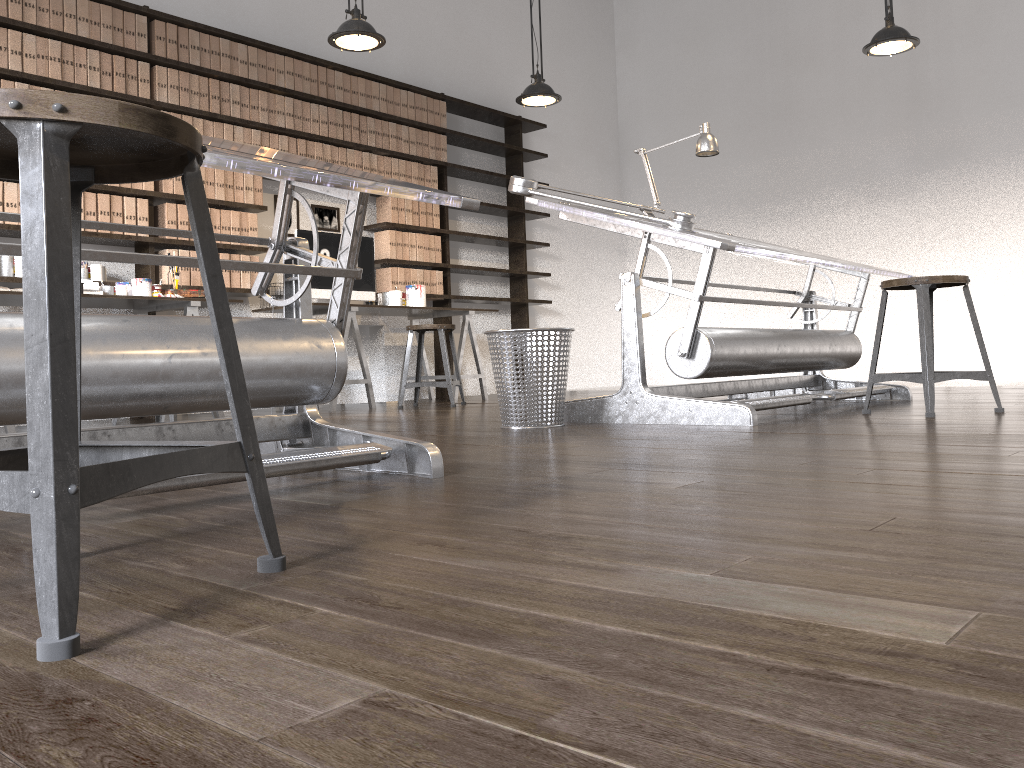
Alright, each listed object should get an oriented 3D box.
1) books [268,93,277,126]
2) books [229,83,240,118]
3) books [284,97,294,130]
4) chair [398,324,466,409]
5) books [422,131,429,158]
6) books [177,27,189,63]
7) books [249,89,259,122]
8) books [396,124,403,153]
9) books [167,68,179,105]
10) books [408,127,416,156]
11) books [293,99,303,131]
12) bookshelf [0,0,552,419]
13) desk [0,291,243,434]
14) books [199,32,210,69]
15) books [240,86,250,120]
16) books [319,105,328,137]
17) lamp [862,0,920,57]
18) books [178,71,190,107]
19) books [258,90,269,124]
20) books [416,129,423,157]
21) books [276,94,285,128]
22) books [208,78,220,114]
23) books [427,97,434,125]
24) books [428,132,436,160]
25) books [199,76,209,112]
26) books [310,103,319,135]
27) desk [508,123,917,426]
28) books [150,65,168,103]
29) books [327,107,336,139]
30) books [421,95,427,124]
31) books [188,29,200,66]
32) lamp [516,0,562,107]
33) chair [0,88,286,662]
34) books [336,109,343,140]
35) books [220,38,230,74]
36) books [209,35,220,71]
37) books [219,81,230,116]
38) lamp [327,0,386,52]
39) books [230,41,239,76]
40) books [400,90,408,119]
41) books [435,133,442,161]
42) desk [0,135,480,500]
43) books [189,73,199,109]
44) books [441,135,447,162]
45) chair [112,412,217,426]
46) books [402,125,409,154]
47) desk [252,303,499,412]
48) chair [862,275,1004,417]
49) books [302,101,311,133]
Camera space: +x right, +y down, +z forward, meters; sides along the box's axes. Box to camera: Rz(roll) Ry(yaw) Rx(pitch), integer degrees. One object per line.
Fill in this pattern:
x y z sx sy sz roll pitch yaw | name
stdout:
-1.659 -1.822 5.950 0.174 0.226 0.067 -3 -2 41 | books
-1.838 -1.811 5.739 0.174 0.226 0.067 -3 -2 41 | books
-1.568 -1.827 6.049 0.174 0.226 0.067 -3 -2 41 | books
-0.511 -0.111 5.669 0.371 0.529 0.358 -2 -1 9 | chair
-0.743 -1.875 7.009 0.174 0.226 0.067 -3 -2 41 | books
-2.078 -2.076 5.490 0.174 0.226 0.067 -3 -2 41 | books
-1.748 -1.817 5.849 0.174 0.226 0.067 -3 -2 41 | books
-0.922 -1.865 6.799 0.174 0.226 0.067 -3 -2 41 | books
-2.113 -1.795 5.420 0.174 0.226 0.067 -3 -2 41 | books
-0.830 -1.870 6.899 0.174 0.226 0.067 -3 -2 41 | books
-1.525 -1.830 6.105 0.174 0.226 0.067 -3 -2 41 | books
-2.775 -0.638 4.711 0.373 3.211 9.182 -4 0 41 | bookshelf
-2.284 -0.099 4.526 0.655 0.670 1.669 -2 0 41 | desk
-1.985 -2.081 5.597 0.174 0.226 0.067 -3 -2 41 | books
-1.795 -1.814 5.795 0.174 0.226 0.067 -3 -2 41 | books
-1.382 -1.838 6.262 0.174 0.226 0.067 -3 -2 41 | books
2.173 -3.088 5.207 0.312 2.256 0.310 -3 -2 21 | lamp
-2.065 -1.798 5.474 0.174 0.226 0.067 -3 -2 41 | books
-1.700 -1.819 5.896 0.174 0.226 0.067 -3 -2 41 | books
-0.787 -1.872 6.955 0.174 0.226 0.067 -3 -2 41 | books
-1.617 -1.824 5.996 0.174 0.226 0.067 -3 -2 41 | books
-1.933 -1.806 5.628 0.174 0.226 0.067 -3 -2 41 | books
-0.707 -2.155 7.067 0.174 0.226 0.067 -3 -2 41 | books
-0.692 -1.878 7.057 0.174 0.226 0.067 -3 -2 41 | books
-1.986 -1.803 5.576 0.174 0.226 0.067 -3 -2 41 | books
-1.432 -1.835 6.209 0.174 0.226 0.067 -3 -2 41 | books
0.981 -0.569 4.086 1.075 1.388 2.070 -3 0 41 | desk
-2.163 -1.793 5.367 0.174 0.226 0.067 -3 -2 41 | books
-1.334 -1.840 6.316 0.174 0.226 0.067 -3 -2 41 | books
-0.755 -2.152 7.010 0.174 0.226 0.067 -3 -2 41 | books
-2.028 -2.078 5.541 0.174 0.226 0.067 -3 -2 41 | books
0.140 -3.032 6.002 0.311 2.256 0.312 -1 -2 -24 | lamp
-0.506 -0.019 0.982 0.371 0.529 0.358 -2 -1 19 | chair
-1.296 -1.843 6.367 0.174 0.226 0.067 -3 -2 41 | books
-1.890 -2.086 5.697 0.174 0.226 0.067 -3 -2 41 | books
-1.938 -2.084 5.650 0.174 0.226 0.067 -3 -2 41 | books
-1.888 -1.809 5.689 0.174 0.226 0.067 -3 -2 41 | books
-0.879 -2.973 4.828 0.311 2.256 0.312 -1 -2 -24 | lamp
-1.849 -2.089 5.751 0.174 0.226 0.067 -3 -2 41 | books
-0.891 -2.144 6.852 0.174 0.226 0.067 -3 -2 41 | books
-0.652 -1.880 7.110 0.174 0.226 0.067 -3 -2 41 | books
-1.217 -0.442 1.555 1.075 1.388 2.281 -3 0 41 | desk
-2.027 -1.801 5.525 0.174 0.226 0.067 -3 -2 41 | books
-0.609 -1.882 7.157 0.174 0.226 0.067 -3 -2 41 | books
-1.679 -0.043 4.284 0.358 0.529 0.371 -2 -1 14 | chair
-0.879 -1.867 6.846 0.174 0.226 0.067 -3 -2 41 | books
-0.881 -0.180 6.142 0.655 0.670 1.669 -2 0 41 | desk
1.607 -0.142 3.428 0.372 0.529 0.358 -2 -1 -21 | chair
-1.481 -1.832 6.159 0.174 0.226 0.067 -3 -2 41 | books
